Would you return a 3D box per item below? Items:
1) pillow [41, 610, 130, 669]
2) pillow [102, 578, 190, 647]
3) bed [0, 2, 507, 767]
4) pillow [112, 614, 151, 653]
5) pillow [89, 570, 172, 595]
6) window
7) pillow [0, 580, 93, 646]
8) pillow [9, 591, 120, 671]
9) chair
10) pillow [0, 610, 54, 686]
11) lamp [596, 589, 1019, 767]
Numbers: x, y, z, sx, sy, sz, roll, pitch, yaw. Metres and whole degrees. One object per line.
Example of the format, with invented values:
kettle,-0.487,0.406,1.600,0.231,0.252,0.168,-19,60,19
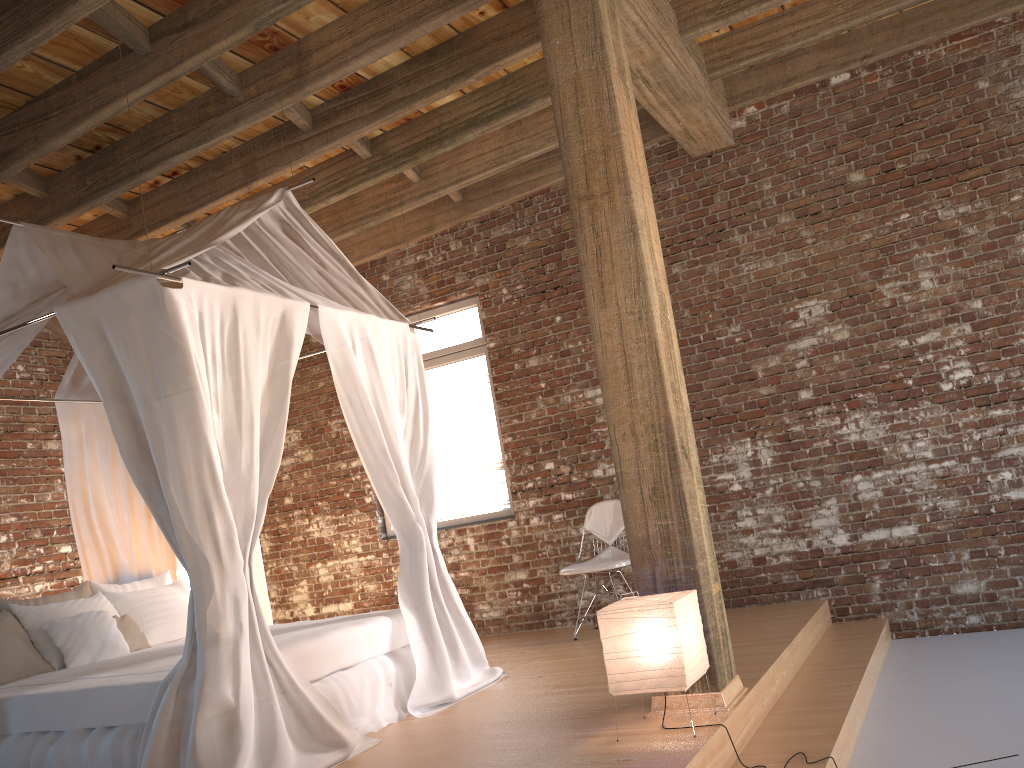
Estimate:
pillow,-2.375,1.423,4.935,0.214,0.289,0.390,-13,-7,35
pillow,-2.225,1.468,5.621,0.292,0.430,0.634,-12,-7,27
bed,-1.964,0.014,4.800,2.664,3.862,2.515,-12,-5,25
pillow,-2.290,1.467,5.166,0.162,0.232,0.291,-12,-7,24
pillow,-2.404,1.466,5.704,0.207,0.496,0.636,-12,-6,26
window,-0.653,0.297,7.266,1.313,1.839,0.172,-12,-4,25
pillow,-2.681,1.429,5.165,0.208,0.491,0.637,-12,-7,26
pillow,-2.498,1.400,5.084,0.349,0.400,0.616,-12,-7,23
chair,0.640,1.270,6.148,0.536,0.892,0.577,-12,-5,25
pillow,-2.761,1.404,4.553,0.358,0.412,0.617,-12,-7,23
lamp,1.066,1.092,3.253,1.384,0.776,0.361,-12,-4,17
